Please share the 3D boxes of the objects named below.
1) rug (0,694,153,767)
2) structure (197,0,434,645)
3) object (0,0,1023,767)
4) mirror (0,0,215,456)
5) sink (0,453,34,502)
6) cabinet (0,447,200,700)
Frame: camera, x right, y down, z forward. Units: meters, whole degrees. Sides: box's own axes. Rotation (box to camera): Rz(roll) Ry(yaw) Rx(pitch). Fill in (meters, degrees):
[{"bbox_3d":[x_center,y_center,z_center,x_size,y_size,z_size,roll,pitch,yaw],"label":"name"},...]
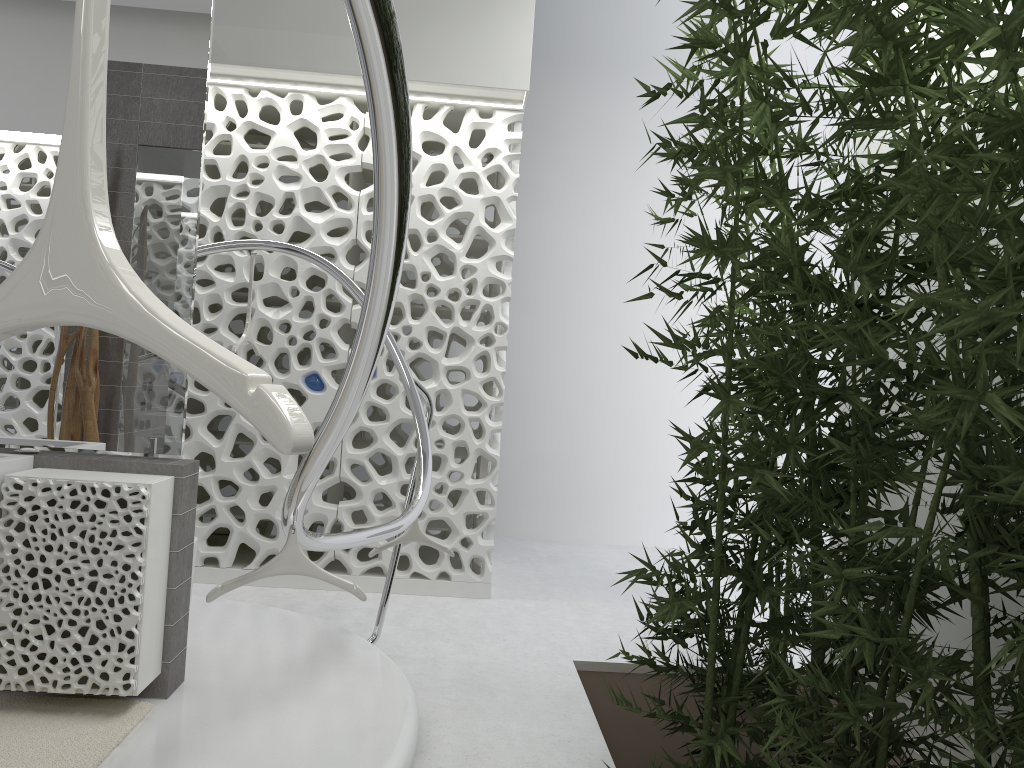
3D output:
[{"bbox_3d":[-1.814,1.092,2.718,1.153,0.016,0.775,4,0,-3],"label":"rug"},{"bbox_3d":[-2.721,0.146,2.210,5.250,2.080,5.433,4,0,-8],"label":"structure"},{"bbox_3d":[0.905,-0.528,2.041,4.664,4.038,4.097,4,0,-44],"label":"object"},{"bbox_3d":[-1.720,-0.757,3.306,1.100,1.980,0.030,4,0,-3],"label":"mirror"},{"bbox_3d":[-2.031,0.383,2.998,0.650,0.598,0.478,4,0,-3],"label":"sink"},{"bbox_3d":[-1.808,0.664,3.130,1.200,0.870,0.461,4,0,-3],"label":"cabinet"}]
